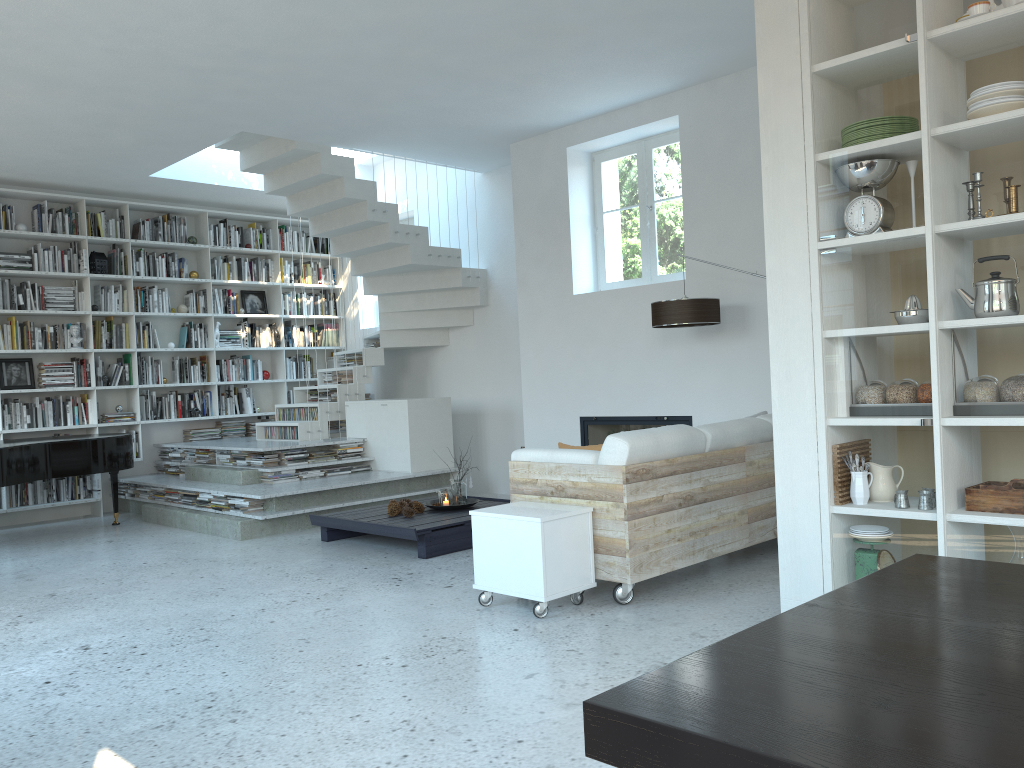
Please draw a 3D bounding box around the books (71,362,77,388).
[{"bbox_3d":[-4.317,-0.089,8.715,0.012,0.254,0.161,-4,1,-45],"label":"books"}]

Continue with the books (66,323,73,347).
[{"bbox_3d":[-4.351,-0.460,8.710,0.014,0.263,0.135,-4,1,-45],"label":"books"}]

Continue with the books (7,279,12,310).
[{"bbox_3d":[-4.733,-0.826,8.325,0.011,0.300,0.179,-4,1,-45],"label":"books"}]

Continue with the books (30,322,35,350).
[{"bbox_3d":[-4.586,-0.449,8.438,0.027,0.268,0.190,-4,1,-45],"label":"books"}]

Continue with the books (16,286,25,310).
[{"bbox_3d":[-4.665,-0.798,8.383,0.066,0.237,0.153,-4,1,-45],"label":"books"}]

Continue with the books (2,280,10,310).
[{"bbox_3d":[-4.753,-0.823,8.316,0.029,0.295,0.151,-4,1,-45],"label":"books"}]

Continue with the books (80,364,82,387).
[{"bbox_3d":[-4.285,-0.080,8.766,0.013,0.232,0.134,-4,1,-45],"label":"books"}]

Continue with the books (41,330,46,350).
[{"bbox_3d":[-4.530,-0.418,8.531,0.050,0.199,0.145,-4,1,-45],"label":"books"}]

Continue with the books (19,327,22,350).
[{"bbox_3d":[-4.679,-0.425,8.385,0.024,0.228,0.147,-4,1,-45],"label":"books"}]

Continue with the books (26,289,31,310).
[{"bbox_3d":[-4.621,-0.791,8.435,0.024,0.216,0.148,-4,1,-45],"label":"books"}]

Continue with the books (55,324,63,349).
[{"bbox_3d":[-4.410,-0.454,8.629,0.025,0.258,0.150,-4,1,-45],"label":"books"}]

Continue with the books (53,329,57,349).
[{"bbox_3d":[-4.449,-0.423,8.580,0.029,0.200,0.178,-4,1,-45],"label":"books"}]

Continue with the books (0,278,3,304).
[{"bbox_3d":[-4.792,-0.830,8.289,0.014,0.313,0.133,-4,1,-45],"label":"books"}]

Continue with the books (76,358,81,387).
[{"bbox_3d":[-4.290,-0.107,8.752,0.011,0.288,0.152,-4,1,-45],"label":"books"}]

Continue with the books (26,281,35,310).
[{"bbox_3d":[-4.605,-0.829,8.456,0.049,0.291,0.162,-4,1,-45],"label":"books"}]

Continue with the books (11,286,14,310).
[{"bbox_3d":[-4.717,-0.794,8.344,0.014,0.233,0.147,-4,1,-45],"label":"books"}]

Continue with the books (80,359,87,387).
[{"bbox_3d":[-4.250,-0.105,8.775,0.011,0.279,0.186,-4,1,-45],"label":"books"}]

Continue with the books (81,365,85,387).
[{"bbox_3d":[-4.271,-0.073,8.776,0.021,0.217,0.132,-4,1,-45],"label":"books"}]

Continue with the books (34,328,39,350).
[{"bbox_3d":[-4.569,-0.424,8.474,0.024,0.216,0.175,-4,1,-45],"label":"books"}]

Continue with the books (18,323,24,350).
[{"bbox_3d":[-4.666,-0.441,8.407,0.028,0.259,0.134,-4,1,-45],"label":"books"}]

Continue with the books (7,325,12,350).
[{"bbox_3d":[-4.736,-0.427,8.320,0.029,0.240,0.155,-4,1,-45],"label":"books"}]

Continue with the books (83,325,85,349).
[{"bbox_3d":[-4.271,-0.463,8.786,0.014,0.261,0.137,-4,1,-45],"label":"books"}]

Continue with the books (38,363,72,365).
[{"bbox_3d":[-4.435,-0.191,8.605,0.161,0.012,0.254,-3,0,42],"label":"books"}]

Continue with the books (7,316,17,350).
[{"bbox_3d":[-4.694,-0.468,8.320,0.014,0.317,0.188,-4,1,-45],"label":"books"}]

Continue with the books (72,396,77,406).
[{"bbox_3d":[-4.311,0.263,8.735,0.010,0.284,0.132,-4,1,-45],"label":"books"}]

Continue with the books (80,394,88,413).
[{"bbox_3d":[-4.242,0.251,8.792,0.011,0.300,0.149,-4,1,-45],"label":"books"}]

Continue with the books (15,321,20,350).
[{"bbox_3d":[-4.677,-0.451,8.356,0.010,0.281,0.170,-4,1,-45],"label":"books"}]

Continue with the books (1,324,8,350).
[{"bbox_3d":[-4.760,-0.430,8.305,0.026,0.248,0.139,-4,1,-45],"label":"books"}]

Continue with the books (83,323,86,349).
[{"bbox_3d":[-4.263,-0.465,8.804,0.023,0.265,0.107,-4,1,-45],"label":"books"}]

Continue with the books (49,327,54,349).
[{"bbox_3d":[-4.469,-0.433,8.558,0.029,0.224,0.185,-4,1,-45],"label":"books"}]

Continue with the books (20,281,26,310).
[{"bbox_3d":[-4.644,-0.824,8.423,0.022,0.285,0.130,-4,1,-45],"label":"books"}]

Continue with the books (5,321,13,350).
[{"bbox_3d":[-4.732,-0.450,8.343,0.010,0.284,0.136,-4,1,-45],"label":"books"}]

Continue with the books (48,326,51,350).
[{"bbox_3d":[-4.490,-0.437,8.552,0.010,0.234,0.175,-4,1,-45],"label":"books"}]

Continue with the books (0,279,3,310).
[{"bbox_3d":[-4.793,-0.822,8.262,0.026,0.297,0.179,-4,1,-45],"label":"books"}]

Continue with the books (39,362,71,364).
[{"bbox_3d":[-4.434,-0.203,8.604,0.254,0.012,0.161,-3,0,-41],"label":"books"}]

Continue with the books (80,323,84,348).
[{"bbox_3d":[-4.272,-0.465,8.767,0.014,0.266,0.154,-4,1,-45],"label":"books"}]

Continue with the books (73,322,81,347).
[{"bbox_3d":[-4.298,-0.470,8.765,0.025,0.279,0.108,-4,1,-45],"label":"books"}]

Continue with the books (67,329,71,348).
[{"bbox_3d":[-4.361,-0.428,8.688,0.035,0.201,0.149,-4,1,-45],"label":"books"}]

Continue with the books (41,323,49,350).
[{"bbox_3d":[-4.502,-0.449,8.546,0.014,0.258,0.161,-4,1,-45],"label":"books"}]

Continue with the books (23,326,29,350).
[{"bbox_3d":[-4.629,-0.431,8.426,0.025,0.236,0.137,-4,1,-45],"label":"books"}]

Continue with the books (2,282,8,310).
[{"bbox_3d":[-4.759,-0.808,8.285,0.025,0.266,0.185,-4,1,-45],"label":"books"}]

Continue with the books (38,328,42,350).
[{"bbox_3d":[-4.550,-0.425,8.494,0.030,0.215,0.168,-4,1,-45],"label":"books"}]

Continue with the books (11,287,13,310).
[{"bbox_3d":[-4.726,-0.803,8.334,0.011,0.252,0.153,-4,1,-45],"label":"books"}]

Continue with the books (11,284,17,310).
[{"bbox_3d":[-4.705,-0.803,8.350,0.014,0.250,0.172,-4,1,-45],"label":"books"}]

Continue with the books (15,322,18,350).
[{"bbox_3d":[-4.682,-0.443,8.330,0.015,0.266,0.189,-4,1,-45],"label":"books"}]

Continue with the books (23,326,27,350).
[{"bbox_3d":[-4.637,-0.426,8.407,0.012,0.228,0.169,-4,1,-45],"label":"books"}]

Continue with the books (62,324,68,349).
[{"bbox_3d":[-4.385,-0.456,8.668,0.024,0.259,0.126,-4,1,-45],"label":"books"}]

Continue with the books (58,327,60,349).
[{"bbox_3d":[-4.440,-0.438,8.625,0.025,0.230,0.143,-4,1,-45],"label":"books"}]

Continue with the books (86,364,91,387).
[{"bbox_3d":[-4.225,-0.081,8.784,0.034,0.229,0.199,-4,1,-45],"label":"books"}]

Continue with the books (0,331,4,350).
[{"bbox_3d":[-4.782,-0.409,8.253,0.053,0.209,0.156,-4,1,-45],"label":"books"}]

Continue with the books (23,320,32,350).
[{"bbox_3d":[-4.611,-0.456,8.434,0.013,0.284,0.177,-4,1,-45],"label":"books"}]

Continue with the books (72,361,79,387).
[{"bbox_3d":[-4.307,-0.093,8.721,0.011,0.261,0.184,-4,1,-45],"label":"books"}]

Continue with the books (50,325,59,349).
[{"bbox_3d":[-4.428,-0.446,8.586,0.012,0.245,0.186,-4,1,-45],"label":"books"}]

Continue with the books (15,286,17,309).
[{"bbox_3d":[-4.697,-0.798,8.360,0.011,0.239,0.147,-4,1,-45],"label":"books"}]

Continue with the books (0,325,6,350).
[{"bbox_3d":[-4.778,-0.426,8.274,0.042,0.242,0.162,-4,1,-45],"label":"books"}]

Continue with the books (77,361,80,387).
[{"bbox_3d":[-4.298,-0.091,8.745,0.013,0.256,0.163,-4,1,-45],"label":"books"}]

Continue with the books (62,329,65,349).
[{"bbox_3d":[-4.404,-0.428,8.657,0.022,0.206,0.114,-4,1,-45],"label":"books"}]
